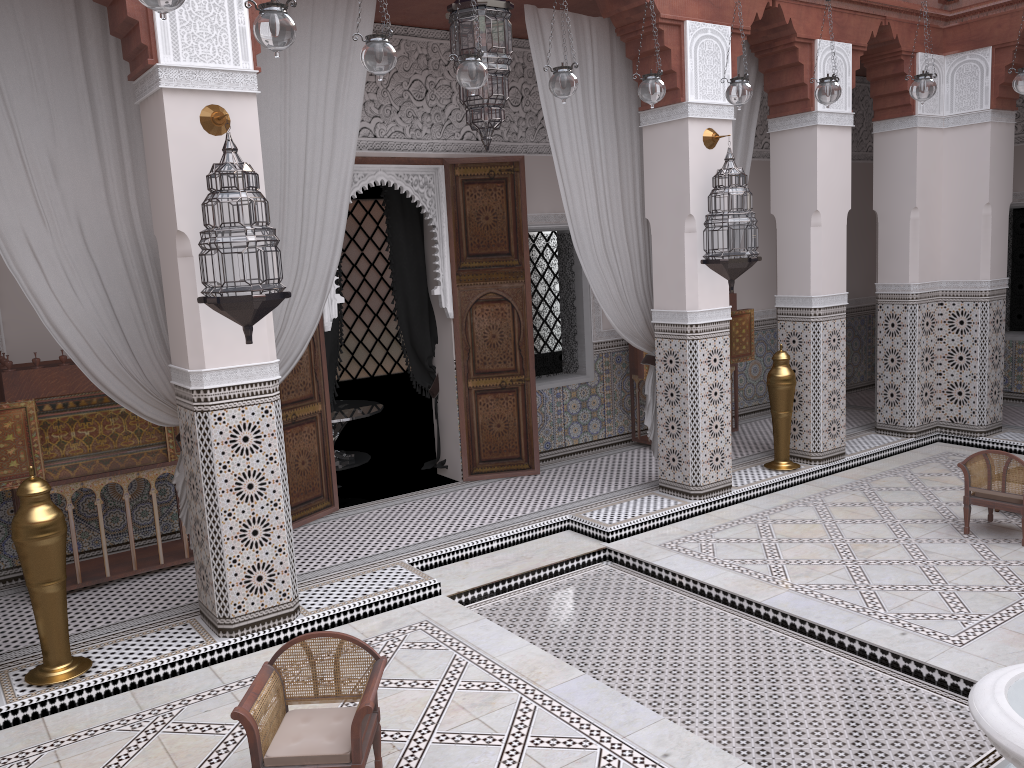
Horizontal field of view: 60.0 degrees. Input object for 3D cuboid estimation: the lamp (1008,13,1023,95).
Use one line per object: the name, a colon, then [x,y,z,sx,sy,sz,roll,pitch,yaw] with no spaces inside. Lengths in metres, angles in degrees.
lamp: [1.583,-1.067,2.724,0.091,0.371,0.090,-9,11,-35]

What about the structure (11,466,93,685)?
structure: [-1.171,0.468,2.224,0.156,0.539,0.156,1,10,27]

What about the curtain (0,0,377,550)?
curtain: [-0.919,-0.296,2.554,1.304,1.761,0.048,-9,11,-34]

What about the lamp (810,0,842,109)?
lamp: [0.963,-1.032,2.715,0.090,0.371,0.091,4,11,39]

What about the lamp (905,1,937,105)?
lamp: [1.273,-1.054,2.748,0.091,0.371,0.090,-9,11,-35]

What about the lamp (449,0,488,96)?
lamp: [-0.110,-0.886,2.136,0.090,0.371,0.091,-2,9,10]

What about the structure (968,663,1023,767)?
structure: [1.060,0.723,1.567,0.528,0.310,0.501,-9,11,-34]

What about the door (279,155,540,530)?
door: [-0.532,-0.255,3.703,1.244,1.461,0.419,-9,11,-34]

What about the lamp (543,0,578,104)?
lamp: [0.122,-0.928,2.333,0.090,0.371,0.091,-3,9,0]

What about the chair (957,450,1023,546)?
chair: [1.705,0.364,3.047,0.208,0.313,0.263,-10,11,-38]

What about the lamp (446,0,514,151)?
lamp: [-0.096,-1.037,2.836,0.221,0.571,0.220,-9,11,-34]

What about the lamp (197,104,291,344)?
lamp: [-0.692,-0.408,2.234,0.216,0.618,0.217,-9,11,-34]

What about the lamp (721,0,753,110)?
lamp: [0.668,-1.004,2.634,0.090,0.371,0.091,2,10,30]

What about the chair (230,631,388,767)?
chair: [-0.381,0.676,1.743,0.263,0.313,0.208,-3,9,1]

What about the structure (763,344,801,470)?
structure: [1.168,0.094,3.843,0.156,0.539,0.156,-8,10,-29]

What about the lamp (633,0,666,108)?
lamp: [0.386,-0.968,2.503,0.090,0.371,0.091,0,9,20]

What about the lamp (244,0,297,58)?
lamp: [-0.453,-0.788,1.620,0.090,0.371,0.091,-6,9,-20]

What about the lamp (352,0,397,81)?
lamp: [-0.300,-0.838,1.893,0.090,0.371,0.091,-3,9,0]

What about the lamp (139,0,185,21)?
lamp: [-0.551,-0.738,1.329,0.090,0.371,0.091,-8,10,-30]

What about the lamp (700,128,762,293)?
lamp: [0.805,-0.647,3.271,0.216,0.618,0.217,-9,11,-34]

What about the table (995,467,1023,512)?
table: [1.957,0.408,3.237,0.229,0.142,0.330,-9,11,-34]

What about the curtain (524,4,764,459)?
curtain: [0.607,-0.537,3.589,1.304,1.761,0.048,-9,11,-34]
